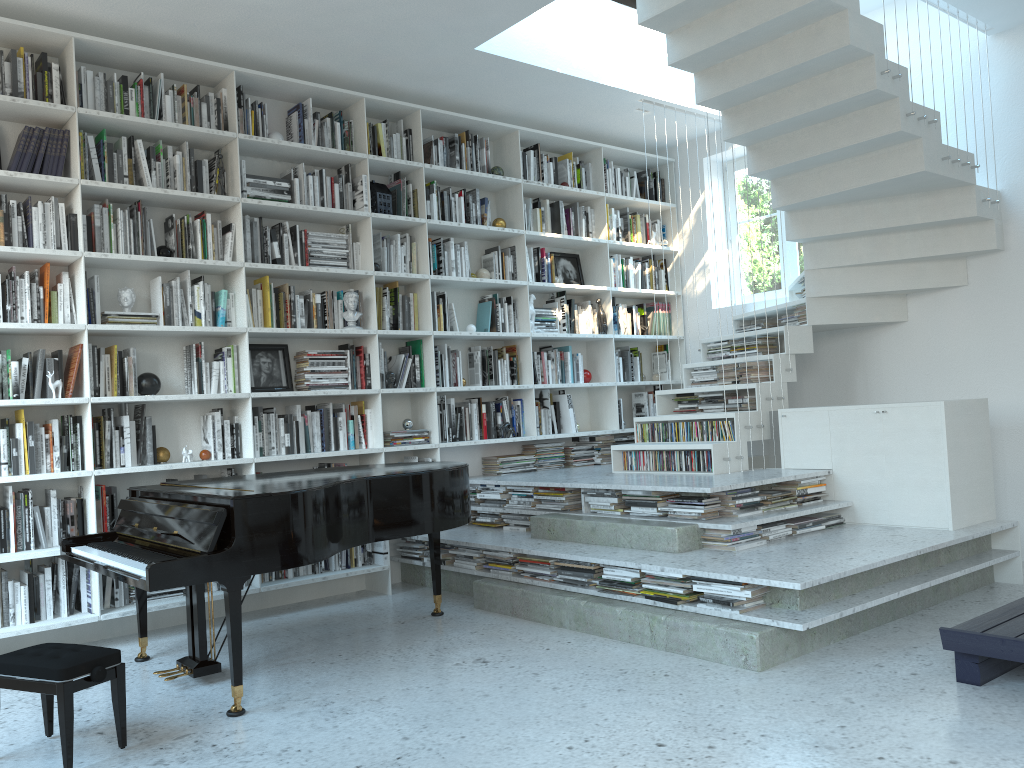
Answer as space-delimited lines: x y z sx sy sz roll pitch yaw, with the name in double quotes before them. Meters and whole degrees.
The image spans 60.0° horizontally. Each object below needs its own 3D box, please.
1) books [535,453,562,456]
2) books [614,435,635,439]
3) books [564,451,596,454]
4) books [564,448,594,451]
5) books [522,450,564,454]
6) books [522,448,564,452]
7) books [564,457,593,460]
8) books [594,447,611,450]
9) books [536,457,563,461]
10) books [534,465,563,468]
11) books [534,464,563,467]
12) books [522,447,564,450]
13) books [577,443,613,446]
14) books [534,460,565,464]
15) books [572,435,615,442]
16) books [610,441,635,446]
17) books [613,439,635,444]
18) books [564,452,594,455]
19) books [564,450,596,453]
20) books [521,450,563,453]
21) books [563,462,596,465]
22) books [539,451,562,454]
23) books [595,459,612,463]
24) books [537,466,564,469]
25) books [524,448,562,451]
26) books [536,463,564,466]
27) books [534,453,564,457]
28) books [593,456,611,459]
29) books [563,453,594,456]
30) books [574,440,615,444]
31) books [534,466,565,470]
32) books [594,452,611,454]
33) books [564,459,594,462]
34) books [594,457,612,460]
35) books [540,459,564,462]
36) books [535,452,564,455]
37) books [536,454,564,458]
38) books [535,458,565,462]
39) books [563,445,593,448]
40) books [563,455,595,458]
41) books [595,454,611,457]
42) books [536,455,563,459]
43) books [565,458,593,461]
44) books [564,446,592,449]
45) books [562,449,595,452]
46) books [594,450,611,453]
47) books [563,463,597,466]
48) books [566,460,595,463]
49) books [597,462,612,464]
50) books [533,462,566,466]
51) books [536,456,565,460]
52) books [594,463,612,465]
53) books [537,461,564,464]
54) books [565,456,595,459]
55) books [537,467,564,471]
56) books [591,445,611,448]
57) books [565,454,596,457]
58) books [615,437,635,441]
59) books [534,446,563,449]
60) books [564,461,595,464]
"books" 0.228 0.524 6.605 0.254 0.006 0.161 -2 -3 -39
"books" 0.816 0.426 7.093 0.354 0.017 0.198 -2 -3 -39
"books" 0.520 0.526 6.837 0.327 0.008 0.207 -2 -3 -37
"books" 0.518 0.502 6.837 0.327 0.008 0.207 -2 -3 -37
"books" 0.228 0.508 6.604 0.285 0.005 0.159 -2 -3 -38
"books" 0.232 0.491 6.598 0.285 0.005 0.159 -1 -3 -43
"books" 0.523 0.571 6.836 0.327 0.008 0.207 -2 -3 -37
"books" 0.647 0.500 6.893 0.169 0.010 0.283 -2 -3 -40
"books" 0.233 0.557 6.604 0.254 0.007 0.161 -2 -3 -38
"books" 0.234 0.613 6.603 0.254 0.007 0.161 -2 -3 -39
"books" 0.235 0.606 6.602 0.254 0.007 0.161 -2 -3 -38
"books" 0.232 0.480 6.603 0.285 0.005 0.159 -1 -3 -42
"books" 0.644 0.469 6.892 0.164 0.015 0.243 -2 -3 -36
"books" 0.236 0.578 6.602 0.285 0.007 0.159 -2 -3 -37
"books" 0.629 0.423 6.883 0.204 0.035 0.267 -2 -3 -38
"books" 0.828 0.477 7.080 0.354 0.017 0.198 -2 -2 -34
"books" 0.825 0.460 7.084 0.315 0.018 0.200 -1 -3 -43
"books" 0.522 0.533 6.835 0.327 0.008 0.207 -1 -3 -42
"books" 0.517 0.519 6.840 0.367 0.007 0.206 -2 -3 -40
"books" 0.228 0.502 6.604 0.285 0.005 0.159 -2 -3 -40
"books" 0.527 0.609 6.833 0.327 0.008 0.207 -2 -3 -36
"books" 0.228 0.513 6.603 0.254 0.006 0.161 -2 -3 -40
"books" 0.656 0.594 6.893 0.160 0.025 0.244 -2 -3 -40
"books" 0.240 0.619 6.597 0.254 0.007 0.161 -2 -3 -35
"books" 0.233 0.486 6.601 0.254 0.006 0.161 -2 -3 -35
"books" 0.239 0.598 6.597 0.285 0.007 0.159 -1 -3 -43
"books" 0.230 0.530 6.607 0.285 0.007 0.159 -2 -3 -39
"books" 0.646 0.567 6.887 0.183 0.012 0.206 -2 -3 -40
"books" 0.523 0.541 6.834 0.367 0.007 0.206 -2 -3 -36
"books" 0.643 0.451 6.892 0.159 0.012 0.285 -1 -3 -43
"books" 0.234 0.626 6.604 0.285 0.007 0.159 -2 -3 -39
"books" 0.650 0.538 6.892 0.158 0.008 0.292 -2 -3 -36
"books" 0.522 0.586 6.838 0.327 0.008 0.207 -2 -3 -40
"books" 0.647 0.578 6.887 0.168 0.008 0.281 -1 -3 -43
"books" 0.238 0.571 6.599 0.254 0.007 0.161 -1 -3 -43
"books" 0.230 0.518 6.602 0.285 0.005 0.159 -1 -3 -41
"books" 0.232 0.537 6.605 0.285 0.007 0.159 -2 -3 -38
"books" 0.238 0.564 6.599 0.285 0.007 0.159 -1 -3 -43
"books" 0.517 0.480 6.838 0.367 0.007 0.206 -2 -3 -37
"books" 0.520 0.556 6.839 0.367 0.007 0.206 -2 -3 -38
"books" 0.656 0.555 6.896 0.149 0.013 0.209 -2 -3 -36
"books" 0.232 0.544 6.604 0.254 0.007 0.161 -2 -3 -38
"books" 0.525 0.579 6.834 0.367 0.007 0.206 -1 -3 -42
"books" 0.523 0.487 6.831 0.367 0.007 0.206 -1 -3 -44
"books" 0.524 0.510 6.831 0.327 0.008 0.207 -2 -2 -34
"books" 0.652 0.527 6.895 0.165 0.014 0.236 -2 -3 -39
"books" 0.529 0.616 6.831 0.327 0.008 0.207 -1 -3 -43
"books" 0.521 0.594 6.840 0.327 0.008 0.207 -2 -3 -39
"books" 0.662 0.610 6.897 0.131 0.008 0.292 -1 -3 -43
"books" 0.242 0.591 6.597 0.285 0.007 0.159 -2 -2 -34
"books" 0.239 0.550 6.597 0.285 0.007 0.159 -1 -3 -44
"books" 0.655 0.621 6.890 0.158 0.012 0.279 -2 -3 -36
"books" 0.239 0.585 6.599 0.254 0.007 0.161 -1 -3 -43
"books" 0.522 0.564 6.836 0.327 0.008 0.207 -1 -3 -41
"books" 0.239 0.633 6.598 0.254 0.007 0.161 -2 -3 -36
"books" 0.641 0.486 6.888 0.173 0.019 0.196 -2 -2 -34
"books" 0.520 0.549 6.839 0.327 0.008 0.207 -2 -3 -38
"books" 0.820 0.443 7.088 0.354 0.017 0.198 -2 -3 -37
"books" 0.234 0.475 6.599 0.254 0.006 0.161 -1 -3 -44
"books" 0.523 0.602 6.838 0.367 0.007 0.206 -2 -3 -38
